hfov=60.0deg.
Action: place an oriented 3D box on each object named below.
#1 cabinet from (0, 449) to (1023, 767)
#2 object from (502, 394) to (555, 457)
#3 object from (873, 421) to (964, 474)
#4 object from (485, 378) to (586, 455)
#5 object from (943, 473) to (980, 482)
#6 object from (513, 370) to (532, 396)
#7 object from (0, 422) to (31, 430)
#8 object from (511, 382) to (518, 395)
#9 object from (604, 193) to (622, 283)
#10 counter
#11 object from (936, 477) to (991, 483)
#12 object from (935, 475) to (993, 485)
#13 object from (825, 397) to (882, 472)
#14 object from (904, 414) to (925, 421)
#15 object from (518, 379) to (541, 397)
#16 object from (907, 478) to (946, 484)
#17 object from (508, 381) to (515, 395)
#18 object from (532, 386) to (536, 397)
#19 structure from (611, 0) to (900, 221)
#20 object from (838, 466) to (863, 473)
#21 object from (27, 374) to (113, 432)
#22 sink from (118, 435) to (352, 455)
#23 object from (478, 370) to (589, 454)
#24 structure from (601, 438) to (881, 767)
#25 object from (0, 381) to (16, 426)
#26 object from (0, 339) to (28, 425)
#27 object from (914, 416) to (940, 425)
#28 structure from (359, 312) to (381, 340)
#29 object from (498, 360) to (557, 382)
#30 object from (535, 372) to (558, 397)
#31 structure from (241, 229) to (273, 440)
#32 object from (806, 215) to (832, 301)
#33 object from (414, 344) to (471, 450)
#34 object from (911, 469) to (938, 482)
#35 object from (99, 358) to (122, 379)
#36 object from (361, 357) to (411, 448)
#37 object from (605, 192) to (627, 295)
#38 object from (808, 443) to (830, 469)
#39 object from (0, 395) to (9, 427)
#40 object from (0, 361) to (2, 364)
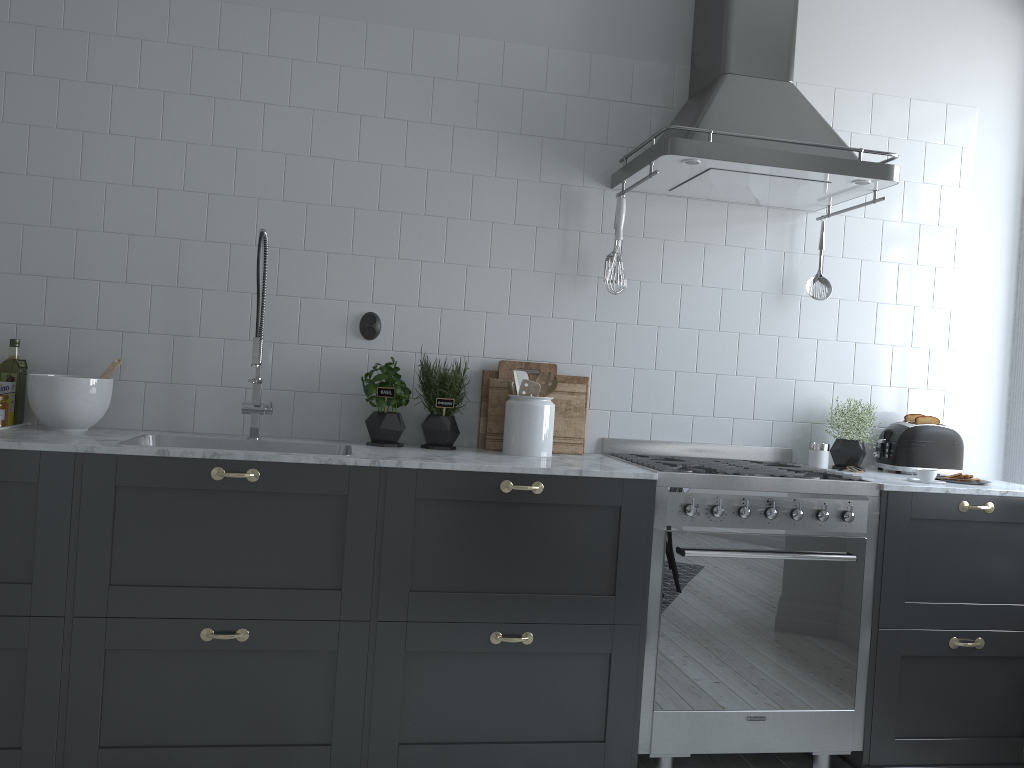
[{"bbox_3d":[-0.073,0.768,2.970,3.897,1.012,0.646,4,0,-11],"label":"cabinet"},{"bbox_3d":[0.060,0.146,3.122,0.174,0.208,0.174,4,0,-15],"label":"object"},{"bbox_3d":[1.587,0.247,3.473,0.326,0.207,0.219,4,0,-6],"label":"object"},{"bbox_3d":[0.087,0.121,3.242,0.360,0.261,0.053,4,0,-11],"label":"object"},{"bbox_3d":[1.625,0.338,3.206,0.119,0.031,0.074,4,0,22],"label":"object"},{"bbox_3d":[0.060,0.100,3.131,0.064,0.290,0.141,4,0,-37],"label":"object"},{"bbox_3d":[-1.676,0.130,2.834,0.180,0.008,0.272,4,0,-11],"label":"object"},{"bbox_3d":[0.047,0.120,3.157,0.118,0.250,0.033,4,0,-11],"label":"object"},{"bbox_3d":[0.384,-0.540,3.276,0.066,0.332,0.024,4,0,-6],"label":"object"},{"bbox_3d":[-0.041,0.253,2.978,3.902,0.020,0.624,4,0,-11],"label":"counter"},{"bbox_3d":[1.591,0.342,3.163,0.209,0.008,0.018,4,0,24],"label":"object"},{"bbox_3d":[1.618,0.349,3.207,0.209,0.011,0.209,4,0,27],"label":"object"},{"bbox_3d":[1.312,0.190,3.417,0.210,0.283,0.220,4,0,2],"label":"object"},{"bbox_3d":[1.598,0.172,3.510,0.107,0.110,0.010,4,0,-6],"label":"object"},{"bbox_3d":[0.030,0.113,3.086,0.054,0.262,0.149,4,0,-36],"label":"object"},{"bbox_3d":[1.446,0.339,3.095,0.126,0.008,0.126,4,0,16],"label":"object"},{"bbox_3d":[0.032,0.118,3.110,0.117,0.251,0.061,4,0,19],"label":"object"},{"bbox_3d":[0.079,0.123,3.166,0.114,0.247,0.050,4,0,44],"label":"object"},{"bbox_3d":[0.873,-1.197,3.152,0.843,1.079,0.567,4,0,-11],"label":"structure"},{"bbox_3d":[1.264,0.320,3.334,0.091,0.018,0.062,4,0,-13],"label":"object"},{"bbox_3d":[-1.430,0.063,2.867,0.247,0.175,0.247,4,0,3],"label":"object"},{"bbox_3d":[-0.848,0.291,2.779,0.669,0.203,0.384,4,0,-11],"label":"sink"},{"bbox_3d":[0.081,0.105,3.298,0.400,0.290,0.030,4,0,-11],"label":"object"},{"bbox_3d":[0.747,0.781,3.125,0.779,1.096,0.651,4,0,-11],"label":"structure"},{"bbox_3d":[-1.660,0.062,2.871,0.077,0.141,0.044,4,0,-11],"label":"object"},{"bbox_3d":[-1.638,-0.007,2.925,0.089,0.282,0.082,4,0,-11],"label":"object"},{"bbox_3d":[1.606,0.178,3.433,0.107,0.110,0.010,4,0,-6],"label":"object"},{"bbox_3d":[-0.508,-0.208,3.181,0.079,0.103,0.032,4,0,-11],"label":"structure"},{"bbox_3d":[0.052,0.084,3.260,0.220,0.330,0.041,4,0,-11],"label":"object"},{"bbox_3d":[0.090,0.101,3.165,0.131,0.296,0.056,4,0,-31],"label":"object"},{"bbox_3d":[-0.826,-0.155,2.898,0.100,0.692,0.266,4,0,-11],"label":"structure"},{"bbox_3d":[1.193,-0.486,3.422,0.101,0.331,0.030,4,0,-1],"label":"object"},{"bbox_3d":[-0.247,0.045,3.114,0.186,0.367,0.196,4,0,34],"label":"object"},{"bbox_3d":[1.446,0.320,3.095,0.072,0.040,0.070,4,0,-19],"label":"object"},{"bbox_3d":[-1.374,0.027,2.907,0.042,0.232,0.209,4,0,30],"label":"object"},{"bbox_3d":[-0.442,0.060,3.092,0.172,0.311,0.179,4,0,0],"label":"object"},{"bbox_3d":[0.390,-0.515,3.244,0.074,0.381,0.076,4,0,-30],"label":"object"},{"bbox_3d":[1.179,0.276,3.408,0.072,0.095,0.072,4,0,34],"label":"object"},{"bbox_3d":[-1.620,0.085,2.774,0.078,0.101,0.078,4,0,18],"label":"object"},{"bbox_3d":[-1.719,-0.013,2.914,0.066,0.282,0.066,4,0,-16],"label":"object"}]
